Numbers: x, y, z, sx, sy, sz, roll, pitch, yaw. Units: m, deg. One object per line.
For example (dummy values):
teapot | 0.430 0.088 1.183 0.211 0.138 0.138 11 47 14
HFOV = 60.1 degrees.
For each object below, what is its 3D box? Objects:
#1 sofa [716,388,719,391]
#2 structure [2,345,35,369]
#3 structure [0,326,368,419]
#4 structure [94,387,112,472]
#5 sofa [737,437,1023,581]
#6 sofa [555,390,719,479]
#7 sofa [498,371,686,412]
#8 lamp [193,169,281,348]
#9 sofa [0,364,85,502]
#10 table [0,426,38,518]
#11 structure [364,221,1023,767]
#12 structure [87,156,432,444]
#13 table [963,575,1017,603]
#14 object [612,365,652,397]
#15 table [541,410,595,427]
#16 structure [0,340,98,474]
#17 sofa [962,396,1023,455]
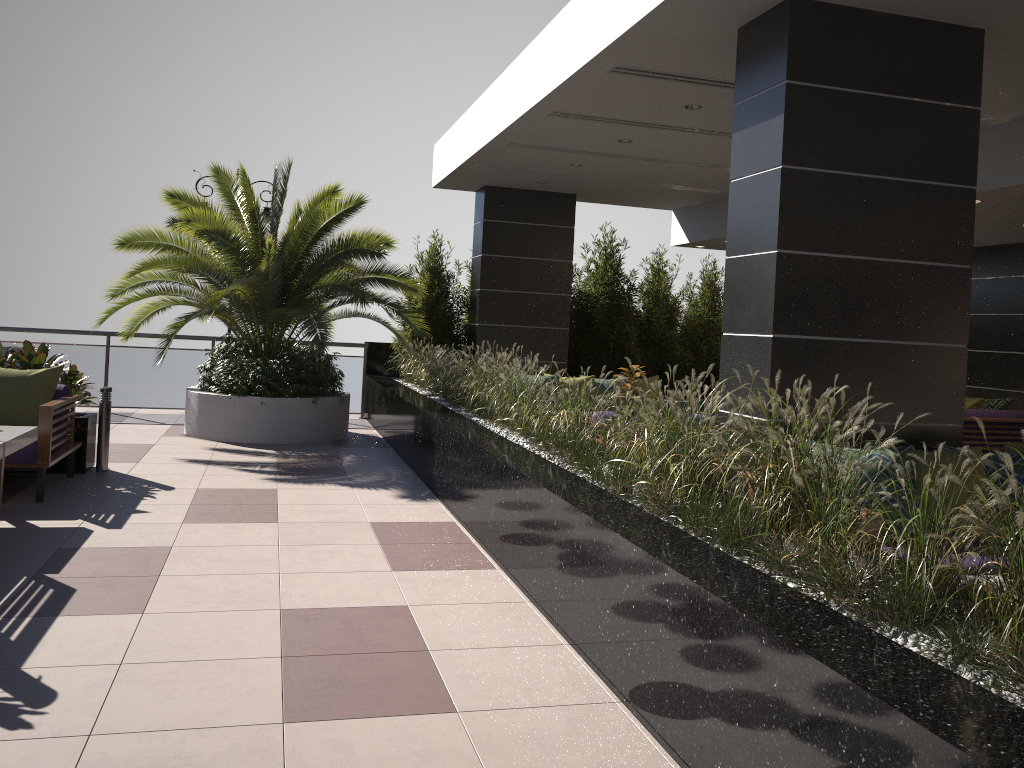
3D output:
sofa | 4.120 0.352 12.658 2.124 0.919 1.121 2 2 -15
structure | -7.409 -0.259 9.246 4.397 1.328 0.806 2 1 -15
structure | -5.753 0.383 2.503 12.906 1.058 17.537 2 4 -15
structure | -3.444 0.378 7.472 0.100 0.700 0.180 3 0 -15
sofa | 2.379 0.764 4.531 2.124 0.919 1.121 2 2 -15
sofa | 1.536 0.525 7.653 2.124 0.919 1.121 2 2 -15
sofa | 0.866 0.335 10.132 2.124 0.919 1.121 2 2 -15
lamp | -3.753 -1.225 11.840 1.121 3.327 0.264 3 0 -15
sofa | -4.350 0.291 6.348 2.124 0.919 1.121 2 2 -15
table | -4.050 0.560 5.213 2.035 0.553 0.943 2 3 -15
structure | 4.809 -0.076 2.317 7.810 3.120 24.776 2 4 -15
structure | -2.864 -1.071 10.407 3.757 3.302 3.799 4 2 27
table | 2.753 1.056 3.085 2.035 0.553 0.943 2 3 -15
object | 1.205 0.071 8.915 0.430 0.526 0.425 3 1 2
table | 1.179 0.610 8.915 2.035 0.553 0.943 2 3 -15
structure | -4.564 0.203 7.142 2.249 1.172 0.738 2 1 -14
sofa | 4.789 0.542 10.179 2.124 0.919 1.121 2 2 -15
